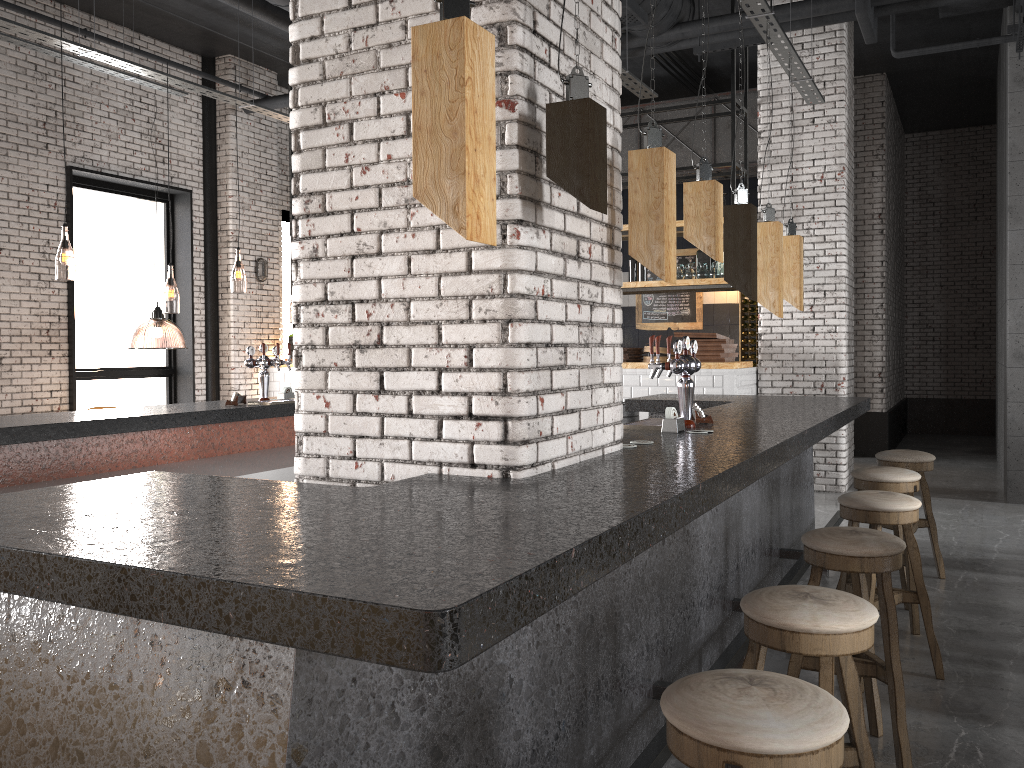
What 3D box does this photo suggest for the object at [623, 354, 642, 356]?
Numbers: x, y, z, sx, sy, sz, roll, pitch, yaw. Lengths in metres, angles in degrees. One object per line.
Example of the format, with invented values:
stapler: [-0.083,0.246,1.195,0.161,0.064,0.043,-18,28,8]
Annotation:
object: [1.141,-0.303,9.221,0.407,0.019,0.458,1,3,41]

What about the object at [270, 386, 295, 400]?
object: [-1.570,0.057,6.794,0.200,0.106,0.767,1,2,27]

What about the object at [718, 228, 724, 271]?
object: [2.179,-1.344,9.148,0.140,0.550,0.097,0,1,31]

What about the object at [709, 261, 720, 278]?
object: [2.062,-1.155,9.026,0.118,0.181,0.118,0,1,11]

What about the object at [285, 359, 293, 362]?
object: [-2.564,-0.297,11.179,0.411,0.050,0.411,1,2,26]

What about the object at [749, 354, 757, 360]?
object: [3.207,-0.363,11.826,0.079,0.079,0.281,0,2,27]

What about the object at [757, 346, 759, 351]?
object: [3.290,-0.467,11.780,0.079,0.079,0.281,0,2,27]

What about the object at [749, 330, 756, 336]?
object: [3.196,-0.677,11.803,0.079,0.079,0.281,0,2,27]

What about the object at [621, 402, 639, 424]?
object: [0.786,0.661,6.766,0.397,1.035,0.399,-1,1,-27]

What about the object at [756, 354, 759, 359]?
object: [3.287,-0.361,11.774,0.079,0.079,0.281,0,2,27]

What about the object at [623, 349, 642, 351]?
object: [1.180,-0.352,9.216,0.407,0.019,0.458,-2,3,-29]

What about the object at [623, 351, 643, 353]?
object: [1.184,-0.335,9.213,0.407,0.019,0.458,-1,2,-20]

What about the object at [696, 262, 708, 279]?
object: [1.946,-1.155,9.066,0.118,0.181,0.118,0,1,4]

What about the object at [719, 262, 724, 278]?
object: [2.147,-1.151,8.924,0.118,0.181,0.118,-2,2,-39]

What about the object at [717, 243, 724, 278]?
object: [2.182,-1.268,9.153,0.157,0.405,0.106,0,1,31]

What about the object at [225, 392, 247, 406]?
object: [-1.874,0.096,6.021,0.091,0.091,0.178,0,2,2]

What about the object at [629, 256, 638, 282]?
object: [1.307,-1.314,9.569,0.098,0.471,0.098,0,1,16]

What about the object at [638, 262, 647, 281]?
object: [1.403,-1.313,9.520,0.098,0.471,0.098,0,1,35]

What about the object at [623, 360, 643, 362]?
object: [1.181,-0.239,9.217,0.407,0.019,0.458,-2,2,-27]

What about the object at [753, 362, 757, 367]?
object: [3.197,-0.257,11.807,0.079,0.079,0.281,0,2,27]

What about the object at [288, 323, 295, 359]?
object: [-2.719,-0.563,11.123,0.106,0.554,0.157,0,1,26]

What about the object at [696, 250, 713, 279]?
object: [2.007,-1.343,9.225,0.157,0.554,0.106,0,1,31]

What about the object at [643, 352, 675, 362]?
object: [1.550,-0.272,8.980,0.437,0.097,0.437,-2,3,-38]

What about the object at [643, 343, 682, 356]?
object: [1.553,-0.339,8.980,0.440,0.154,0.437,-1,2,-16]

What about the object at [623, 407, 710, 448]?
object: [0.616,0.165,3.539,0.200,0.106,0.767,1,2,27]

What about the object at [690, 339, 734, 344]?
object: [1.948,-0.417,8.758,0.405,0.044,0.636,0,2,21]

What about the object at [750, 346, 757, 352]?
object: [3.215,-0.469,11.841,0.079,0.079,0.281,0,2,27]

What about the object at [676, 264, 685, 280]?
object: [1.728,-1.158,9.174,0.118,0.181,0.118,-1,1,-13]

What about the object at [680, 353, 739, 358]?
object: [1.949,-0.284,8.761,0.405,0.044,0.636,1,3,30]

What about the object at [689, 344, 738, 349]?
object: [1.949,-0.373,8.759,0.405,0.044,0.636,1,2,28]

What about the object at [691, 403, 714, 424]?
object: [0.920,0.140,4.313,0.091,0.091,0.178,0,2,2]

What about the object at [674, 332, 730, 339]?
object: [1.873,-0.460,8.725,0.406,0.094,0.637,1,2,25]

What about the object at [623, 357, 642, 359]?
object: [1.177,-0.271,9.219,0.407,0.019,0.458,-2,3,-34]

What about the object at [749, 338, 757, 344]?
object: [3.195,-0.572,11.801,0.079,0.079,0.281,0,2,27]

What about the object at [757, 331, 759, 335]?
object: [3.289,-0.677,11.777,0.079,0.079,0.281,0,2,27]

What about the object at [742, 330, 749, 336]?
object: [3.128,-0.680,11.877,0.079,0.079,0.281,0,2,27]

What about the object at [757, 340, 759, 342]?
object: [3.297,-0.573,11.793,0.079,0.079,0.281,0,2,27]

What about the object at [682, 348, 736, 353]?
object: [1.949,-0.328,8.760,0.405,0.044,0.636,1,2,24]

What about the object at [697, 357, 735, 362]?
object: [1.950,-0.240,8.761,0.405,0.044,0.636,0,2,23]

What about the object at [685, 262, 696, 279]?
object: [1.832,-1.156,9.109,0.118,0.181,0.118,-1,2,-30]

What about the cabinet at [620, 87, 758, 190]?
cabinet: [0.934,-2.778,12.290,5.863,1.768,0.682,1,2,27]

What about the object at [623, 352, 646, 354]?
object: [1.160,-0.320,9.224,0.458,0.019,0.407,-1,2,-20]
